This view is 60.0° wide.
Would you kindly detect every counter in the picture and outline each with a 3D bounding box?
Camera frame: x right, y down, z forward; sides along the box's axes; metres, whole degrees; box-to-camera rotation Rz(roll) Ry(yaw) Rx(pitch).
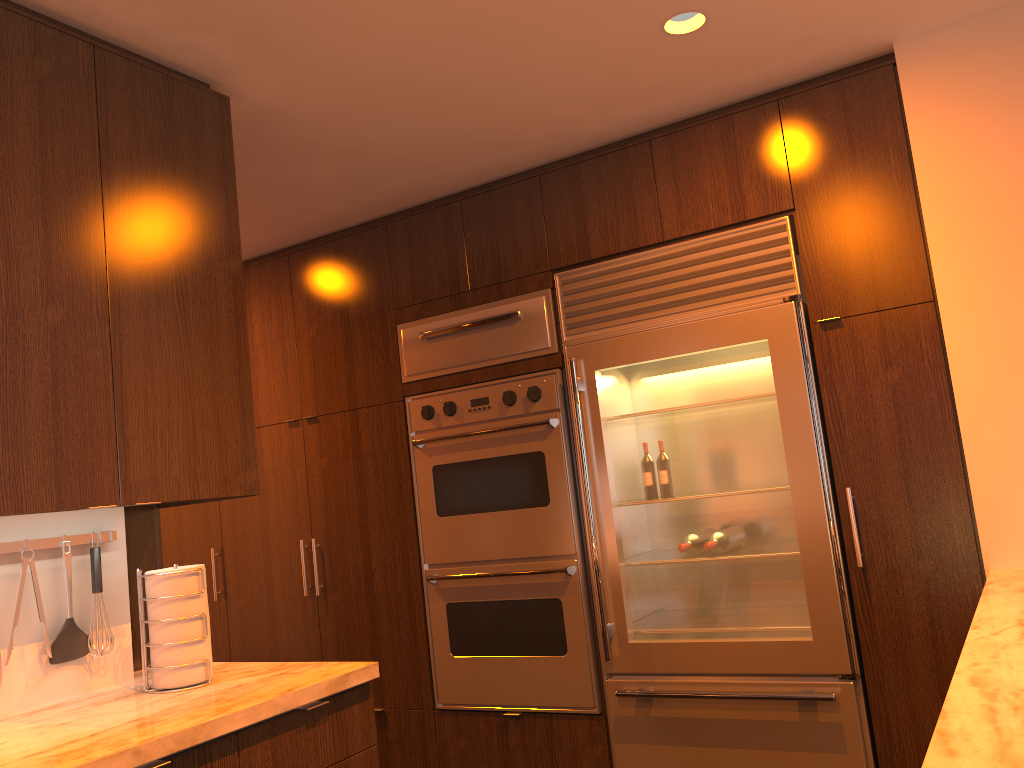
[{"bbox_3d":[-1.187,0.625,0.655,3.187,0.038,3.616,-10,-8,30],"label":"counter"},{"bbox_3d":[1.283,0.406,1.158,1.280,0.038,2.711,-10,-8,30],"label":"counter"}]

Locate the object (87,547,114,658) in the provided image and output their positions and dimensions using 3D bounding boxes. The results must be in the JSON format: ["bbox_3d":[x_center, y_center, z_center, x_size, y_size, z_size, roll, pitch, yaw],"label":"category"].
[{"bbox_3d":[-1.074,0.565,2.300,0.063,0.281,0.063,-7,-7,7],"label":"object"}]

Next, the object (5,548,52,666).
[{"bbox_3d":[-1.172,0.534,2.141,0.008,0.271,0.114,-10,-8,30],"label":"object"}]

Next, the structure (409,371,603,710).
[{"bbox_3d":[0.087,0.657,3.818,0.743,1.294,0.687,-10,-8,30],"label":"structure"}]

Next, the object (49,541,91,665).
[{"bbox_3d":[-1.129,0.550,2.243,0.036,0.303,0.112,-10,-8,30],"label":"object"}]

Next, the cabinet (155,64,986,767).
[{"bbox_3d":[-0.125,0.530,3.965,3.924,2.540,0.690,-10,-8,30],"label":"cabinet"}]

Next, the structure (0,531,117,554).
[{"bbox_3d":[-1.202,0.394,2.150,0.048,0.031,0.541,-11,-8,33],"label":"structure"}]

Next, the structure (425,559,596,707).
[{"bbox_3d":[-0.032,0.993,3.507,0.710,0.544,0.064,-10,-8,30],"label":"structure"}]

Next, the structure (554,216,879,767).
[{"bbox_3d":[0.813,0.559,3.364,0.915,2.129,0.687,-10,-8,30],"label":"structure"}]

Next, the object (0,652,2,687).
[{"bbox_3d":[-1.222,0.549,2.055,0.004,0.314,0.066,-10,-8,30],"label":"object"}]

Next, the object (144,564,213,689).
[{"bbox_3d":[-0.843,0.610,2.244,0.149,0.286,0.144,-8,-7,12],"label":"object"}]

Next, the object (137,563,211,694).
[{"bbox_3d":[-0.853,0.608,2.242,0.160,0.304,0.168,-4,-7,-16],"label":"object"}]

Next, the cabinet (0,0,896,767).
[{"bbox_3d":[0.242,-0.110,0.972,7.728,2.997,5.521,-10,-8,30],"label":"cabinet"}]
